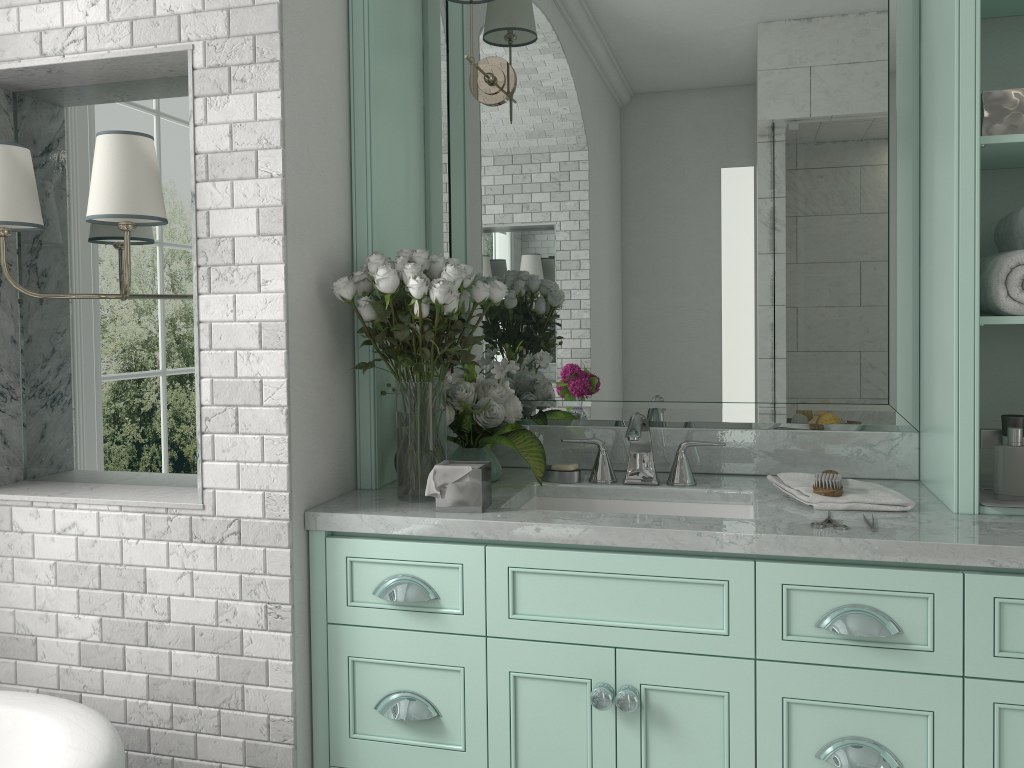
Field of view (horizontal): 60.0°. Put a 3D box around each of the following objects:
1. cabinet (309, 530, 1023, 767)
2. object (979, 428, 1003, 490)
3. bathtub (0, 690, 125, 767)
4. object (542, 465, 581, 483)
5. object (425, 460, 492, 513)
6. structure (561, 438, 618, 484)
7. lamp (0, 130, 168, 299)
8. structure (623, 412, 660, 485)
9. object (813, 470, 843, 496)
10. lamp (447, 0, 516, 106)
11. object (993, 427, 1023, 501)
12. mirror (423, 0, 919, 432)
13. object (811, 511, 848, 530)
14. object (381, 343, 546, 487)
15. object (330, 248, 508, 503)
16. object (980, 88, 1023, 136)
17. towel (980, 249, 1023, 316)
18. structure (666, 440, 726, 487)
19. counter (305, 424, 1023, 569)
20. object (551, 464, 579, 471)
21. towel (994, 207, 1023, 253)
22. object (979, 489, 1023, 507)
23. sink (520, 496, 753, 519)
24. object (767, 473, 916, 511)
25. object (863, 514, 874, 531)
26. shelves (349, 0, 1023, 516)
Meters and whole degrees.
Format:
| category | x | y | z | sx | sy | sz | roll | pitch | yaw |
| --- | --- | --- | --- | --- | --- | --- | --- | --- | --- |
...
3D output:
| category | x | y | z | sx | sy | sz | roll | pitch | yaw |
| --- | --- | --- | --- | --- | --- | --- | --- | --- | --- |
| cabinet | 0.962 | 0.879 | 2.178 | 2.797 | 1.096 | 0.864 | 0 | 3 | 15 |
| object | 1.216 | 0.188 | 2.208 | 0.093 | 0.151 | 0.035 | 0 | 2 | 18 |
| bathtub | -1.382 | 1.160 | 1.045 | 0.941 | 0.757 | 2.169 | 0 | 4 | 15 |
| object | 0.136 | 0.257 | 2.529 | 0.133 | 0.035 | 0.080 | 2 | 4 | 33 |
| object | -0.131 | 0.248 | 2.161 | 0.136 | 0.112 | 0.147 | 0 | 3 | 11 |
| structure | 0.220 | 0.214 | 2.504 | 0.157 | 0.121 | 0.083 | -1 | 2 | -1 |
| lamp | -1.085 | -0.409 | 2.238 | 0.547 | 0.383 | 0.309 | 0 | 3 | 15 |
| structure | 0.353 | 0.178 | 2.394 | 0.103 | 0.204 | 0.235 | -1 | 3 | 4 |
| object | 0.796 | 0.238 | 2.215 | 0.068 | 0.044 | 0.229 | 1 | 4 | 24 |
| lamp | -0.103 | -1.083 | 2.589 | 0.183 | 0.487 | 0.309 | 0 | 2 | 14 |
| object | 1.188 | 0.188 | 2.092 | 0.093 | 0.169 | 0.035 | 0 | 2 | 15 |
| mirror | 0.419 | -0.838 | 2.607 | 1.436 | 1.931 | 0.015 | 0 | 2 | 15 |
| object | 0.695 | 0.303 | 1.985 | 0.075 | 0.007 | 0.176 | 0 | 4 | 7 |
| object | -0.107 | 0.083 | 2.533 | 0.452 | 0.402 | 0.395 | 0 | 3 | 17 |
| object | -0.240 | -0.023 | 2.295 | 0.356 | 0.653 | 0.392 | 0 | 3 | 27 |
| object | 1.164 | -0.628 | 2.086 | 0.118 | 0.105 | 0.122 | 0 | 3 | 21 |
| towel | 1.215 | -0.243 | 2.160 | 0.153 | 0.163 | 0.311 | 0 | 4 | 15 |
| structure | 0.504 | 0.215 | 2.449 | 0.157 | 0.121 | 0.083 | -1 | 2 | -1 |
| counter | 0.958 | 0.243 | 2.179 | 2.806 | 0.181 | 0.825 | 0 | 4 | 15 |
| object | 0.151 | 0.237 | 2.516 | 0.077 | 0.022 | 0.052 | 2 | 5 | 36 |
| towel | 1.293 | -0.368 | 2.149 | 0.168 | 0.142 | 0.299 | 0 | 4 | 15 |
| object | 1.292 | 0.263 | 2.166 | 0.350 | 0.008 | 0.439 | 0 | 4 | 15 |
| sink | 0.308 | 0.362 | 2.261 | 0.602 | 0.079 | 0.347 | 0 | 4 | 15 |
| object | 0.806 | 0.268 | 2.197 | 0.317 | 0.056 | 0.239 | 0 | 4 | 11 |
| object | 0.788 | 0.303 | 1.953 | 0.020 | 0.005 | 0.167 | 1 | 4 | 19 |
| shelves | 0.980 | -0.778 | 2.254 | 2.808 | 2.121 | 0.465 | 0 | 2 | 15 |
